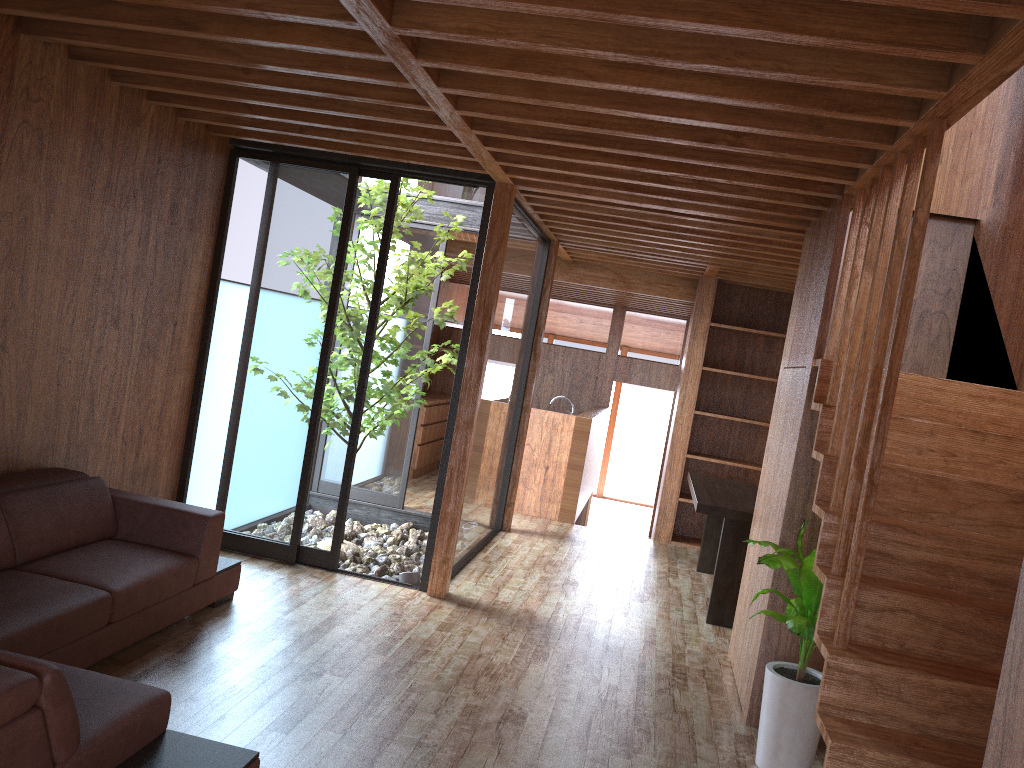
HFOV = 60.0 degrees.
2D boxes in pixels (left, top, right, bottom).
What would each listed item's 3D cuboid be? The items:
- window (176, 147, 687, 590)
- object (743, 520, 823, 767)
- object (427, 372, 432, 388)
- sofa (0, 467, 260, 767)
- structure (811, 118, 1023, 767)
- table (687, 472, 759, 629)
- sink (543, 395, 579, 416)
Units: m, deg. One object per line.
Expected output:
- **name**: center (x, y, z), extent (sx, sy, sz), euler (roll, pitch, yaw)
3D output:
- **window**: center (0.432, -0.890, 5.405), extent (4.094, 5.132, 13.999), euler (10, 2, 9)
- **object**: center (1.154, 0.985, 3.360), extent (0.674, 1.031, 0.632), euler (10, 2, -1)
- **object**: center (-0.932, -0.082, 8.821), extent (0.334, 0.449, 0.317), euler (11, 3, 24)
- **sofa**: center (-1.416, 0.696, 3.059), extent (1.695, 0.760, 2.510), euler (10, 2, 9)
- **structure**: center (1.395, 0.417, 2.489), extent (0.827, 2.299, 2.453), euler (10, 2, 9)
- **table**: center (1.501, 1.096, 5.967), extent (0.698, 0.716, 1.675), euler (10, 2, 9)
- **sink**: center (0.482, 0.291, 8.994), extent (0.556, 0.423, 2.464), euler (10, 2, 9)
